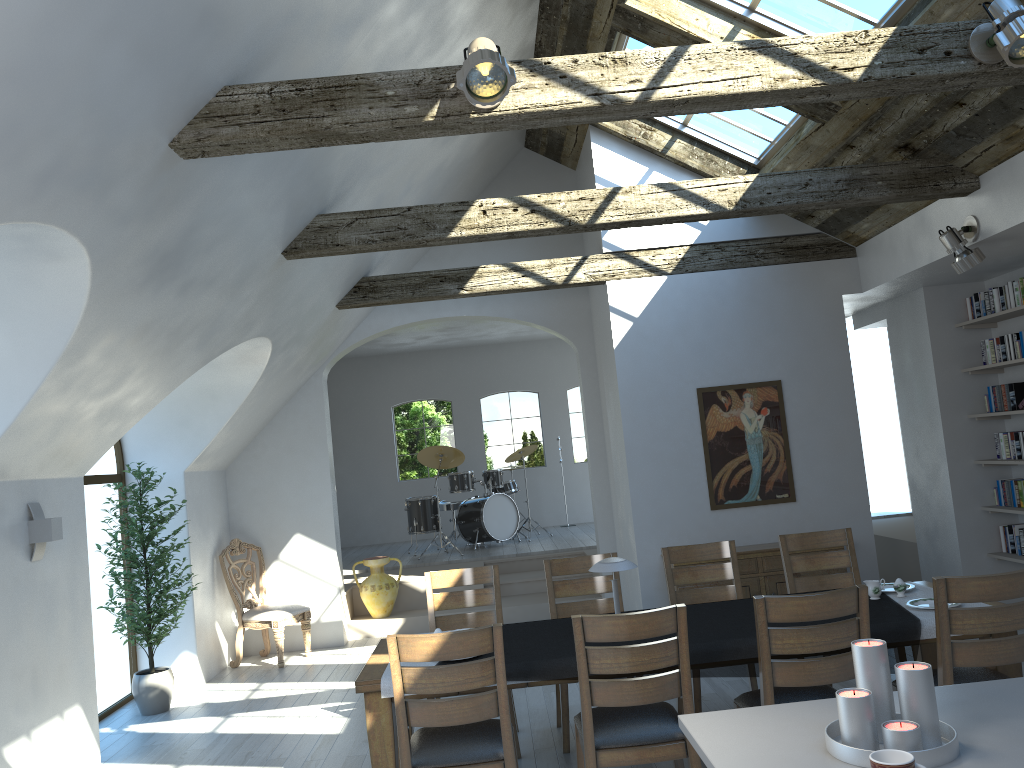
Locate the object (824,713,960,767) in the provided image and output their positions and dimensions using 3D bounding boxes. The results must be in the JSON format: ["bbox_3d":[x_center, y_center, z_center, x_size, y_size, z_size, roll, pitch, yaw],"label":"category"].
[{"bbox_3d":[0.916,0.860,2.147,0.297,0.040,0.297,-9,-6,39],"label":"object"}]

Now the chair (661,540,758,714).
[{"bbox_3d":[1.224,1.481,5.286,0.514,1.006,0.605,-6,-5,-2],"label":"chair"}]

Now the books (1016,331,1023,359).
[{"bbox_3d":[4.115,-0.318,6.949,0.209,0.220,0.278,-6,-5,-3],"label":"books"}]

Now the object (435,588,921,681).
[{"bbox_3d":[0.846,1.327,4.492,2.456,0.227,1.073,-6,-5,-1],"label":"object"}]

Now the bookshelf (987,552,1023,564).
[{"bbox_3d":[4.300,1.143,3.668,0.315,0.070,7.825,-6,-5,-2],"label":"bookshelf"}]

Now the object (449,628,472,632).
[{"bbox_3d":[-0.257,1.333,4.713,0.250,0.017,0.253,-6,-5,-2],"label":"object"}]

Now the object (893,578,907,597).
[{"bbox_3d":[2.019,1.057,4.614,0.064,0.092,0.064,-4,-5,-24],"label":"object"}]

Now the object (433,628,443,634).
[{"bbox_3d":[-0.374,1.291,4.518,0.064,0.092,0.064,-7,-5,17],"label":"object"}]

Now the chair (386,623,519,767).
[{"bbox_3d":[-0.226,1.506,3.773,0.514,1.006,0.605,-6,-5,-2],"label":"chair"}]

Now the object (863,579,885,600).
[{"bbox_3d":[1.889,1.068,4.620,0.100,0.098,0.071,-3,-5,-33],"label":"object"}]

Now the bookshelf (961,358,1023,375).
[{"bbox_3d":[4.141,-0.426,3.794,0.315,0.070,7.825,-6,-5,-2],"label":"bookshelf"}]

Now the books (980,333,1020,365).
[{"bbox_3d":[4.107,-0.285,7.335,0.214,0.220,0.490,-6,-5,-2],"label":"books"}]

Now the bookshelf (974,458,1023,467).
[{"bbox_3d":[4.220,0.359,3.731,0.315,0.070,7.825,-6,-5,-2],"label":"bookshelf"}]

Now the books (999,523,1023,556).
[{"bbox_3d":[4.294,1.181,6.088,0.242,0.237,2.981,-6,-5,-2],"label":"books"}]

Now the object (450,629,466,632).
[{"bbox_3d":[-0.252,1.279,4.443,0.124,0.081,0.130,-10,-6,41],"label":"object"}]

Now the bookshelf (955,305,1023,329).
[{"bbox_3d":[4.102,-0.818,3.826,0.315,0.070,7.825,-6,-5,-2],"label":"bookshelf"}]

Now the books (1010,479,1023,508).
[{"bbox_3d":[4.225,0.886,7.166,0.189,0.224,0.345,-6,-5,-2],"label":"books"}]

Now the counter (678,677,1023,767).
[{"bbox_3d":[1.046,1.302,2.035,1.029,0.879,1.029,-6,-5,-2],"label":"counter"}]

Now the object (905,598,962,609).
[{"bbox_3d":[2.041,1.068,4.295,0.250,0.017,0.253,-6,-5,-2],"label":"object"}]

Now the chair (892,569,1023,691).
[{"bbox_3d":[1.998,1.287,3.841,0.514,1.006,0.605,-6,-5,-2],"label":"chair"}]

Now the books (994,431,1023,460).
[{"bbox_3d":[4.186,0.499,7.265,0.214,0.220,0.490,-6,-5,-2],"label":"books"}]

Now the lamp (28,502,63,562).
[{"bbox_3d":[-2.647,0.832,5.033,0.127,0.325,0.127,-6,-5,-2],"label":"lamp"}]

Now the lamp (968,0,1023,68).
[{"bbox_3d":[2.047,-1.445,3.622,0.233,0.323,0.343,-6,-5,-2],"label":"lamp"}]

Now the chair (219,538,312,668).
[{"bbox_3d":[-2.289,2.002,8.252,0.655,1.159,0.552,-8,-5,23],"label":"chair"}]

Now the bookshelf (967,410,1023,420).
[{"bbox_3d":[4.181,-0.034,3.763,0.315,0.070,7.825,-6,-5,-2],"label":"bookshelf"}]

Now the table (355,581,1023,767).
[{"bbox_3d":[0.851,1.588,4.464,3.078,0.737,0.939,-6,-5,-2],"label":"table"}]

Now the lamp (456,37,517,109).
[{"bbox_3d":[-0.109,-1.253,3.553,0.233,0.311,0.354,-6,-5,-2],"label":"lamp"}]

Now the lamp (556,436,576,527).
[{"bbox_3d":[0.788,1.491,13.664,0.232,1.383,0.238,-6,-5,-2],"label":"lamp"}]

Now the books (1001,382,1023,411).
[{"bbox_3d":[4.147,0.094,7.162,0.189,0.224,0.345,-6,-5,-2],"label":"books"}]

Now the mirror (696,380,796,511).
[{"bbox_3d":[2.004,0.521,7.590,0.736,1.047,0.009,-6,-5,-2],"label":"mirror"}]

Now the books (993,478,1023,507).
[{"bbox_3d":[4.220,0.912,7.471,0.209,0.220,0.278,-6,-5,-3],"label":"books"}]

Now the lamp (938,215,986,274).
[{"bbox_3d":[3.013,-0.929,5.946,0.265,0.386,0.235,-7,-5,20],"label":"lamp"}]

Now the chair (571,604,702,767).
[{"bbox_3d":[0.515,1.433,3.796,0.514,1.006,0.605,-6,-5,-2],"label":"chair"}]

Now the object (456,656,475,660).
[{"bbox_3d":[-0.253,1.295,4.240,0.250,0.017,0.253,-6,-5,-2],"label":"object"}]

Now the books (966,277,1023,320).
[{"bbox_3d":[4.096,-0.776,6.253,0.242,0.237,2.981,-6,-5,-2],"label":"books"}]

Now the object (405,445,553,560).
[{"bbox_3d":[-0.631,1.509,12.038,1.465,1.383,2.354,-10,-6,42],"label":"object"}]

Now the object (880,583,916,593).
[{"bbox_3d":[2.051,1.107,4.800,0.250,0.017,0.253,-6,-5,-2],"label":"object"}]

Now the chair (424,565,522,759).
[{"bbox_3d":[-0.259,1.627,5.241,0.514,1.006,0.605,-6,-5,-2],"label":"chair"}]

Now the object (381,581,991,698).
[{"bbox_3d":[0.835,1.255,4.495,2.872,0.077,1.050,-6,-5,-2],"label":"object"}]

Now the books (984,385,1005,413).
[{"bbox_3d":[4.142,0.119,7.472,0.209,0.220,0.278,-6,-5,-3],"label":"books"}]

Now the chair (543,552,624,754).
[{"bbox_3d":[0.482,1.554,5.263,0.514,1.006,0.605,-6,-5,-2],"label":"chair"}]

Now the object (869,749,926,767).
[{"bbox_3d":[0.799,0.815,1.835,0.088,0.084,0.105,-3,-5,-32],"label":"object"}]

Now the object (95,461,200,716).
[{"bbox_3d":[-2.810,1.552,6.855,0.718,1.920,0.737,-7,-5,17],"label":"object"}]

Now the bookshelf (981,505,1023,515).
[{"bbox_3d":[4.260,0.751,3.700,0.315,0.070,7.825,-6,-5,-2],"label":"bookshelf"}]

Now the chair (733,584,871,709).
[{"bbox_3d":[1.256,1.360,3.818,0.514,1.006,0.605,-6,-5,-2],"label":"chair"}]

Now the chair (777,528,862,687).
[{"bbox_3d":[1.965,1.408,5.308,0.514,1.006,0.605,-6,-5,-2],"label":"chair"}]

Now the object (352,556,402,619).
[{"bbox_3d":[-1.373,2.097,9.145,0.402,0.605,0.396,-1,-6,-45],"label":"object"}]

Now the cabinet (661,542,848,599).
[{"bbox_3d":[2.031,1.709,7.320,1.481,0.714,0.383,-6,-5,-2],"label":"cabinet"}]

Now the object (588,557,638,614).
[{"bbox_3d":[0.527,1.062,4.497,0.251,0.362,0.251,-8,-5,21],"label":"object"}]
